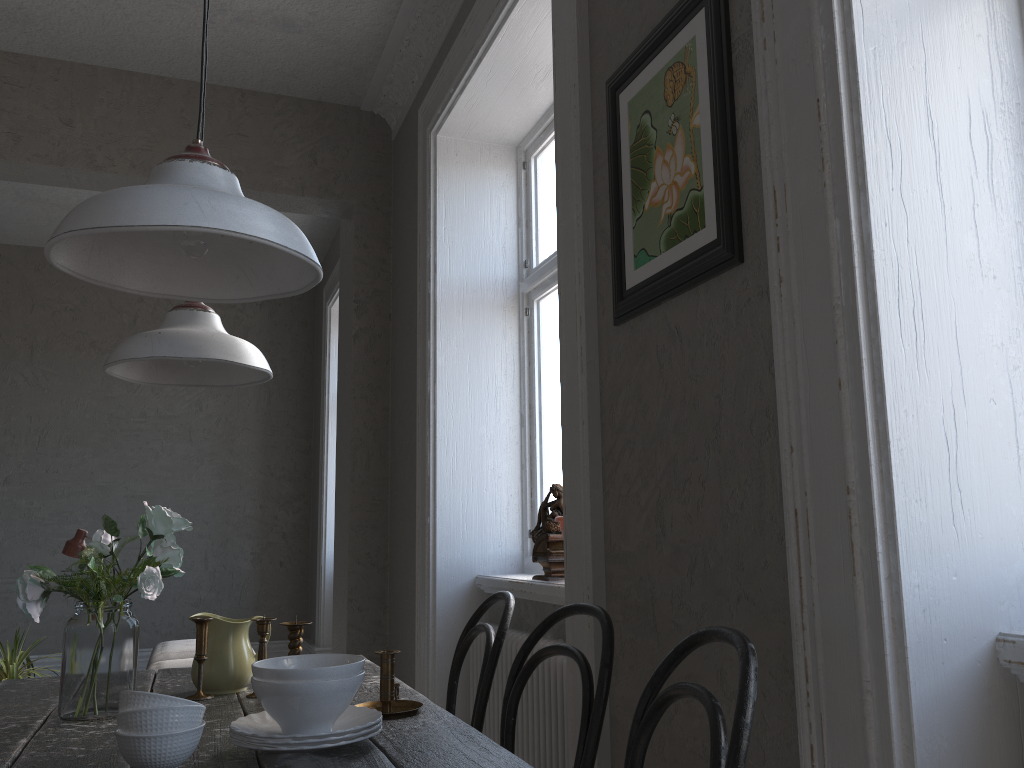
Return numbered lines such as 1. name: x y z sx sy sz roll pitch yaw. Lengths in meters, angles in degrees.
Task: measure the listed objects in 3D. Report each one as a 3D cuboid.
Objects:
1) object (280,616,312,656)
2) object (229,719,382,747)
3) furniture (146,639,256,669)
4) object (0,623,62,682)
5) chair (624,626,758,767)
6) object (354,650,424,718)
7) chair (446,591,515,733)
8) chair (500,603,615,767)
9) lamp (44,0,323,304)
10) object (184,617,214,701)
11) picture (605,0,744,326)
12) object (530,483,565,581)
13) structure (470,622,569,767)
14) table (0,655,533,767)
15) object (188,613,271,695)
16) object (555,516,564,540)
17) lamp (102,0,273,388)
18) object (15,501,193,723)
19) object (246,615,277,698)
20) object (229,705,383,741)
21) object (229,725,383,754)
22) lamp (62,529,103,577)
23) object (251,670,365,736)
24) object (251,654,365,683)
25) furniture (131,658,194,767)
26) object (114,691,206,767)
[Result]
1. object: -0.459 0.578 1.876 0.098 0.172 0.094 7 -13 -39
2. object: -0.330 0.562 1.429 0.232 0.027 0.242 -8 -12 36
3. furniture: -1.827 1.760 5.206 0.592 0.476 0.816 3 -10 -20
4. object: -2.386 1.335 4.165 0.734 0.420 0.661 -1 -10 -3
5. chair: 0.071 0.812 1.188 0.553 0.920 0.435 1 -10 -8
6. object: -0.240 0.574 1.707 0.142 0.112 0.136 7 -12 -38
7. chair: -0.263 0.983 2.145 0.555 0.920 0.433 1 -10 -13
8. chair: -0.075 0.892 1.639 0.558 0.920 0.431 3 -11 -23
9. lamp: -0.488 -1.079 1.467 0.383 1.858 0.375 2 -10 -13
10. object: -0.669 0.590 1.906 0.059 0.167 0.059 0 -10 -7
11. picture: 0.324 -0.484 1.899 0.020 0.619 0.513 3 -10 -20
12. object: 0.135 0.516 3.103 0.121 0.329 0.234 2 -10 -18
13. structure: 0.083 1.042 2.888 0.151 0.428 1.204 3 -11 -22
14. table: -0.537 0.966 1.464 0.918 0.735 1.892 3 -10 -20
15. object: -0.645 0.604 2.003 0.133 0.170 0.152 -7 -11 30
16. object: 0.264 0.127 2.802 0.267 0.991 0.273 -4 -10 18
17. lamp: -0.785 -0.933 2.284 0.375 1.858 0.384 -4 -10 16
18. object: -0.804 0.439 1.748 0.316 0.414 0.247 3 -10 -22
19. object: -0.541 0.587 1.920 0.062 0.172 0.062 -1 -10 1
20. object: -0.330 0.554 1.430 0.237 0.027 0.238 -2 -10 2
21. object: -0.330 0.571 1.427 0.238 0.027 0.237 -1 -10 -3
22. lamp: -1.910 1.074 3.981 0.249 0.839 0.139 -3 -10 14
23. object: -0.331 0.519 1.437 0.183 0.094 0.176 4 -11 -29
24. object: -0.331 0.499 1.440 0.183 0.094 0.176 4 -11 -29
25. furniture: -1.498 1.598 4.307 0.592 0.476 0.816 3 -10 -20
26. object: -0.521 0.509 1.316 0.125 0.119 0.127 0 -10 -5
